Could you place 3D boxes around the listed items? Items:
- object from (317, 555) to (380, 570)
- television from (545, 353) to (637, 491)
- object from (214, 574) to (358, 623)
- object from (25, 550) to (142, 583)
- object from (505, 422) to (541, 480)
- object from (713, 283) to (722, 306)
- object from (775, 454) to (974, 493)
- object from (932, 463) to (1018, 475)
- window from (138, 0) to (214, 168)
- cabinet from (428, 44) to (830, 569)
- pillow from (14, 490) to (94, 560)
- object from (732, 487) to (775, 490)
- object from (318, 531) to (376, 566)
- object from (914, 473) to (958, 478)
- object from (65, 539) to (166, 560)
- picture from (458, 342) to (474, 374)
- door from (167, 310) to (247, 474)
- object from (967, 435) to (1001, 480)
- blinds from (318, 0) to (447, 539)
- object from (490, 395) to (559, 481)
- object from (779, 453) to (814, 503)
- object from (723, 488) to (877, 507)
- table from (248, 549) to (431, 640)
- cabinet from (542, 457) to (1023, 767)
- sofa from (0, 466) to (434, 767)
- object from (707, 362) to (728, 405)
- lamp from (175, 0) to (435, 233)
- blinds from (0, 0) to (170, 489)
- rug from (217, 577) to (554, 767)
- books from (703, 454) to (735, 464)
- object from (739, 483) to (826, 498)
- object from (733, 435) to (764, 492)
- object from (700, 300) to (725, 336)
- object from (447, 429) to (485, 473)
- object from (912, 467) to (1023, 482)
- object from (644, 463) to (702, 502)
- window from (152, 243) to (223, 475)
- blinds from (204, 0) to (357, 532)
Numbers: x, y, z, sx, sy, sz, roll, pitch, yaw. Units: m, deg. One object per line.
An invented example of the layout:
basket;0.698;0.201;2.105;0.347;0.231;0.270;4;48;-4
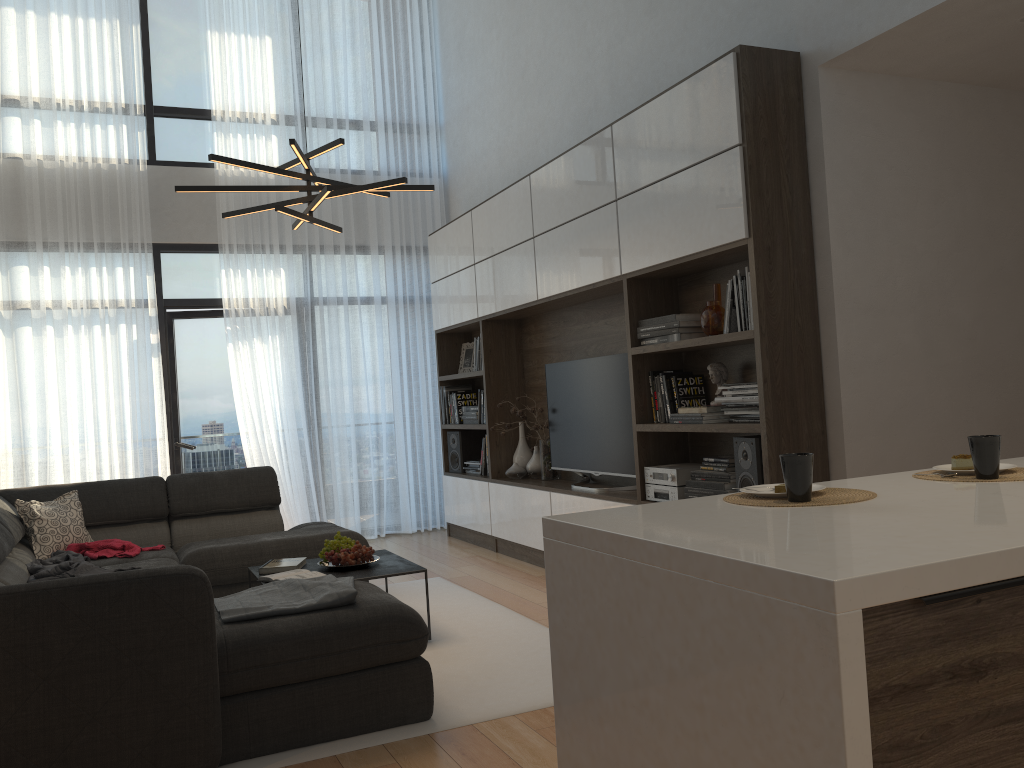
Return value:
object;-0.781;0.857;4.244;0.295;0.026;0.295;-3;-1;-30
television;0.505;0.232;5.326;0.229;0.779;1.220;-3;-1;-24
object;-0.822;0.908;3.276;0.548;0.369;0.685;-3;-1;-16
object;-2.154;0.887;4.226;0.905;0.118;0.411;-5;-1;42
object;0.119;0.465;6.275;0.313;0.397;0.313;-4;-1;18
object;0.972;-0.346;4.268;0.081;0.265;0.082;-4;-1;-2
object;0.822;0.198;1.979;0.597;0.039;0.064;-3;-1;-28
object;1.074;0.198;2.060;0.176;0.014;0.176;-3;-1;-34
window;-2.946;-2.955;7.082;4.808;2.500;0.119;-3;-1;-24
cabinet;0.342;-0.082;5.546;0.338;2.494;4.036;-3;-1;-24
pillow;-2.062;0.734;3.730;0.386;0.364;2.734;-3;-1;-20
object;0.539;0.227;1.917;0.126;0.012;0.025;-4;-1;-5
object;-0.776;0.787;4.243;0.256;0.173;0.279;-3;-1;-27
object;0.967;0.206;2.030;0.025;0.011;0.126;-3;-1;-20
object;-2.152;0.868;4.679;0.536;0.077;0.323;-4;-1;10
picture;-0.342;-0.211;7.301;0.114;0.270;0.216;-3;-1;-43
door;-2.232;0.362;7.363;1.118;1.976;0.206;-3;-1;-14
object;1.030;0.160;1.928;0.066;0.093;0.066;-4;-1;12
blinds;-1.097;-1.514;7.590;1.163;5.581;0.218;-3;-1;-27
object;0.114;0.361;6.088;0.542;0.598;0.317;-4;-1;12
object;0.566;0.186;1.755;0.066;0.093;0.066;-4;-1;39
object;0.593;0.233;1.837;0.304;0.002;0.304;-4;-1;8
table;-0.837;1.035;4.211;0.700;0.323;0.700;-3;-1;-24
cabinet;0.733;-0.145;0.788;3.495;2.401;2.401;-3;-1;-24
sofa;-1.552;0.766;4.071;2.108;0.995;3.169;-3;-1;-24
object;1.005;-0.004;4.264;0.116;0.207;0.117;-4;-1;17
lamp;-1.069;-2.584;4.239;1.200;3.645;0.831;-3;-1;-14
blinds;-3.387;-1.386;6.570;1.374;5.581;0.218;-3;-1;-26
rug;-0.670;1.199;4.125;1.606;0.013;2.496;-3;-1;-24
books;1.029;0.354;4.183;0.161;0.023;0.213;-3;-1;-21
object;0.572;0.227;1.875;0.176;0.014;0.176;-3;-1;-20
object;1.122;0.390;3.850;0.244;0.331;0.214;-3;-1;-14
object;0.943;-0.300;4.129;0.130;0.171;0.130;-4;-1;15
object;-0.371;0.545;7.223;0.244;0.331;0.214;-3;-1;-34
object;1.078;0.205;2.020;0.305;0.002;0.305;-4;-1;35
object;0.849;0.498;4.449;0.270;0.174;0.285;-3;-1;-24
window;-2.748;0.138;7.028;4.808;2.501;0.119;-3;-1;-24
blinds;-1.875;-1.473;7.155;0.589;5.579;0.858;-5;-1;43
